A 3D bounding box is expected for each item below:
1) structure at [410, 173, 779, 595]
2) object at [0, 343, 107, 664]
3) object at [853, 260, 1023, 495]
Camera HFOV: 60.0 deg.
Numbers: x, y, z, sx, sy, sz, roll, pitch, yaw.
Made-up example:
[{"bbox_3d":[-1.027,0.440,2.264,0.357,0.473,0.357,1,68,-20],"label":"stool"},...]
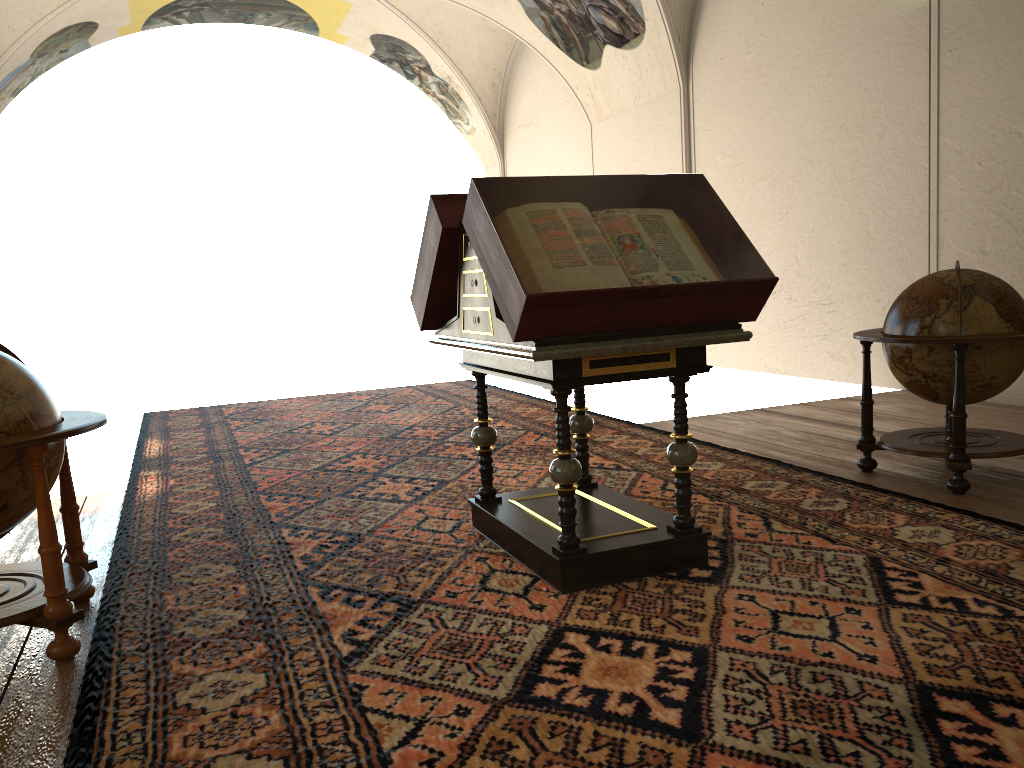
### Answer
[{"bbox_3d":[0.327,-0.062,4.763,1.244,1.986,1.888,-6,8,-20],"label":"structure"},{"bbox_3d":[-2.462,0.474,3.926,1.279,1.452,1.276,-1,8,17],"label":"object"},{"bbox_3d":[2.980,-0.099,5.959,1.278,1.452,1.276,1,9,32],"label":"object"}]
